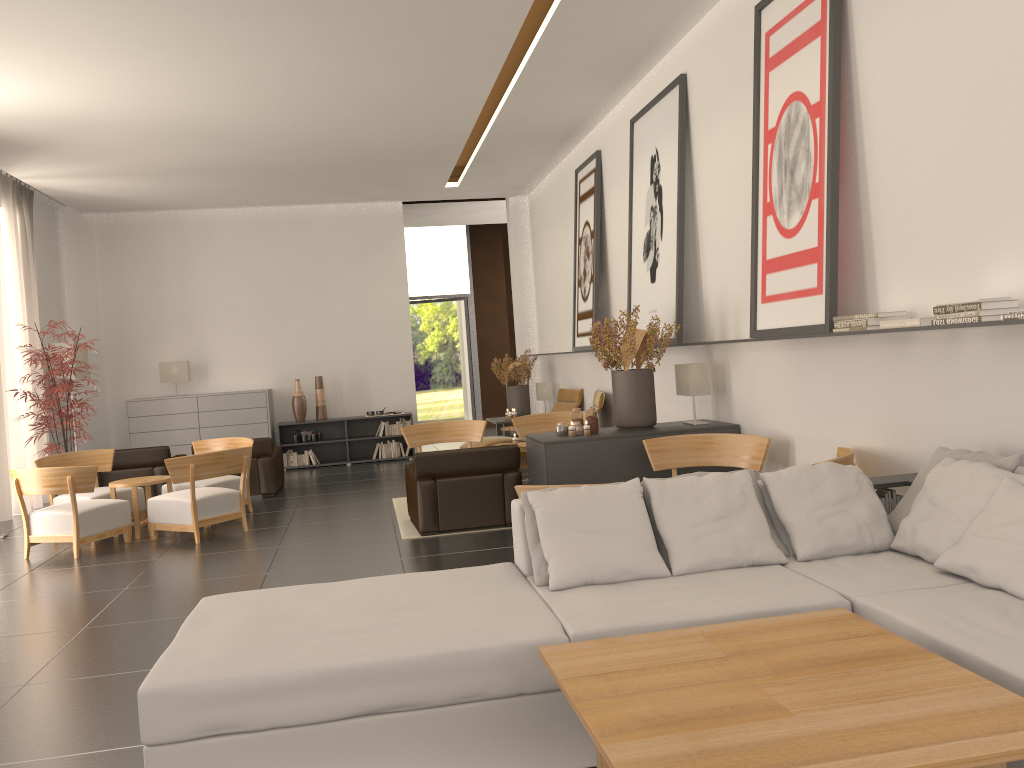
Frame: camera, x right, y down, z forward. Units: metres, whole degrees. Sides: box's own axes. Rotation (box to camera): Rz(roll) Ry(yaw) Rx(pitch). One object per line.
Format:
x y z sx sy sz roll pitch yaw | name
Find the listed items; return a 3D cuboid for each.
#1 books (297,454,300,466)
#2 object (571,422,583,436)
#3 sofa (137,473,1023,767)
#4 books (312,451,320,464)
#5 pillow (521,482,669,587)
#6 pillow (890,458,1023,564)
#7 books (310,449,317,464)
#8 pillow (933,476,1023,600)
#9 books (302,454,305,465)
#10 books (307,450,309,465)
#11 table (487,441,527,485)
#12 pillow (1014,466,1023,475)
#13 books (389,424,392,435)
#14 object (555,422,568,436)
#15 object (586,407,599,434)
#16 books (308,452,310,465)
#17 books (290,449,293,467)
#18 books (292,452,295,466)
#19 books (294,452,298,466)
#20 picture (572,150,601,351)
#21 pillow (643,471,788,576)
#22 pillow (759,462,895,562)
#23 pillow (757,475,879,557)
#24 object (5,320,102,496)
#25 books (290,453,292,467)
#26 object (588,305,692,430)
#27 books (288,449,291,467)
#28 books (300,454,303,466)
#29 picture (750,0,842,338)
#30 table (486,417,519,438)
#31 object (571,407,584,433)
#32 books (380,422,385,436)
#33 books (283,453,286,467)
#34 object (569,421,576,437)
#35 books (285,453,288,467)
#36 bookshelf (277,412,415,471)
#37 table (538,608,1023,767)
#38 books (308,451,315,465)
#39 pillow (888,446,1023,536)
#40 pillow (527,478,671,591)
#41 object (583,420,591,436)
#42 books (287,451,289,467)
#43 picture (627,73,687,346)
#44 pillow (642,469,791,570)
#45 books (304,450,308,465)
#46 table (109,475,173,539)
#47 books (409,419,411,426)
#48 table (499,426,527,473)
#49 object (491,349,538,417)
-4.935 1.759 20.539 0.054 0.249 0.167 -4 1 -10 | books
0.783 0.539 10.729 0.158 0.158 0.157 -5 2 -37 | object
1.046 1.447 3.838 5.526 1.204 5.605 -4 2 -10 | sofa
-4.541 1.710 20.563 0.142 0.289 0.252 -4 1 -10 | books
0.542 1.002 6.037 0.919 0.577 0.549 -4 1 -10 | pillow
2.836 0.820 5.703 0.587 0.596 0.819 -4 1 -9 | pillow
-4.603 1.683 20.561 0.138 0.354 0.236 -4 1 -10 | books
2.905 0.864 5.041 0.590 0.562 0.803 -4 1 -14 | pillow
-4.825 1.751 20.557 0.054 0.249 0.167 -4 1 -10 | books
-4.728 1.707 20.530 0.019 0.324 0.254 -4 1 -10 | books
0.062 1.359 13.618 0.797 0.904 0.798 -4 1 13 | table
3.069 0.821 5.170 0.549 0.581 0.919 -4 1 -10 | pillow
-2.865 1.080 20.896 0.054 0.249 0.167 -4 1 -10 | books
0.607 0.549 10.812 0.158 0.158 0.157 -5 2 -37 | object
0.979 0.438 10.846 0.157 0.325 0.158 -4 1 27 | object
-4.709 1.715 20.541 0.017 0.305 0.239 -4 1 -10 | books
-5.076 1.703 20.481 0.039 0.384 0.232 -4 1 -10 | books
-5.034 1.733 20.487 0.039 0.318 0.236 -4 1 -10 | books
-4.985 1.733 20.491 0.054 0.311 0.244 -4 1 -10 | books
1.363 -2.364 16.330 0.384 3.492 1.600 -4 1 -10 | picture
1.362 0.925 6.037 0.802 0.595 0.595 -4 1 -9 | pillow
2.211 0.867 6.192 0.797 0.580 0.625 -4 1 -9 | pillow
2.264 0.909 6.350 0.918 0.510 0.615 -4 1 -8 | pillow
-7.599 0.627 14.858 1.490 3.397 1.770 -4 1 -25 | object
-5.104 1.746 20.485 0.017 0.302 0.215 -4 1 -10 | books
1.707 -0.236 11.089 1.422 1.553 1.437 -4 1 3 | object
-5.131 1.706 20.478 0.029 0.385 0.219 -4 1 -10 | books
-4.881 1.755 20.548 0.054 0.249 0.167 -4 1 -10 | books
2.704 -2.216 8.562 0.384 3.492 1.600 -4 1 -10 | picture
0.337 1.178 20.113 1.600 0.840 1.600 -4 2 -10 | table
0.805 0.447 10.928 0.157 0.325 0.157 -4 1 -18 | object
-3.044 1.060 20.822 0.130 0.322 0.252 -4 1 -10 | books
-5.248 1.756 20.455 0.048 0.305 0.226 -4 1 -10 | books
0.720 0.532 10.610 0.076 0.187 0.076 -4 1 7 | object
-5.202 1.749 20.453 0.039 0.312 0.246 -4 1 -10 | books
-3.875 1.336 20.864 3.081 1.079 0.740 -4 1 -10 | bookshelf
1.078 1.641 3.631 1.600 0.840 1.600 -4 2 -10 | table
-4.637 1.702 20.547 0.130 0.322 0.252 -4 1 -10 | books
2.944 0.781 6.017 0.643 0.658 0.883 -4 1 -10 | pillow
0.562 0.984 5.898 0.802 0.598 0.585 -4 1 -10 | pillow
0.891 0.522 10.563 0.080 0.187 0.080 -4 1 0 | object
-5.166 1.723 20.477 0.039 0.358 0.210 -4 1 -10 | books
2.014 -2.292 12.563 0.384 3.492 2.193 -4 1 -10 | picture
1.403 0.935 6.182 0.919 0.591 0.557 -4 1 -10 | pillow
-4.771 1.707 20.557 0.054 0.328 0.187 -4 1 -10 | books
-5.493 1.826 13.193 0.869 0.803 0.870 -4 1 13 | table
-2.400 1.001 20.933 0.022 0.338 0.253 -4 1 -10 | books
0.206 1.251 17.182 0.798 0.904 0.797 -5 1 -32 | table
0.057 -0.007 20.303 0.927 1.553 1.587 -4 1 19 | object
